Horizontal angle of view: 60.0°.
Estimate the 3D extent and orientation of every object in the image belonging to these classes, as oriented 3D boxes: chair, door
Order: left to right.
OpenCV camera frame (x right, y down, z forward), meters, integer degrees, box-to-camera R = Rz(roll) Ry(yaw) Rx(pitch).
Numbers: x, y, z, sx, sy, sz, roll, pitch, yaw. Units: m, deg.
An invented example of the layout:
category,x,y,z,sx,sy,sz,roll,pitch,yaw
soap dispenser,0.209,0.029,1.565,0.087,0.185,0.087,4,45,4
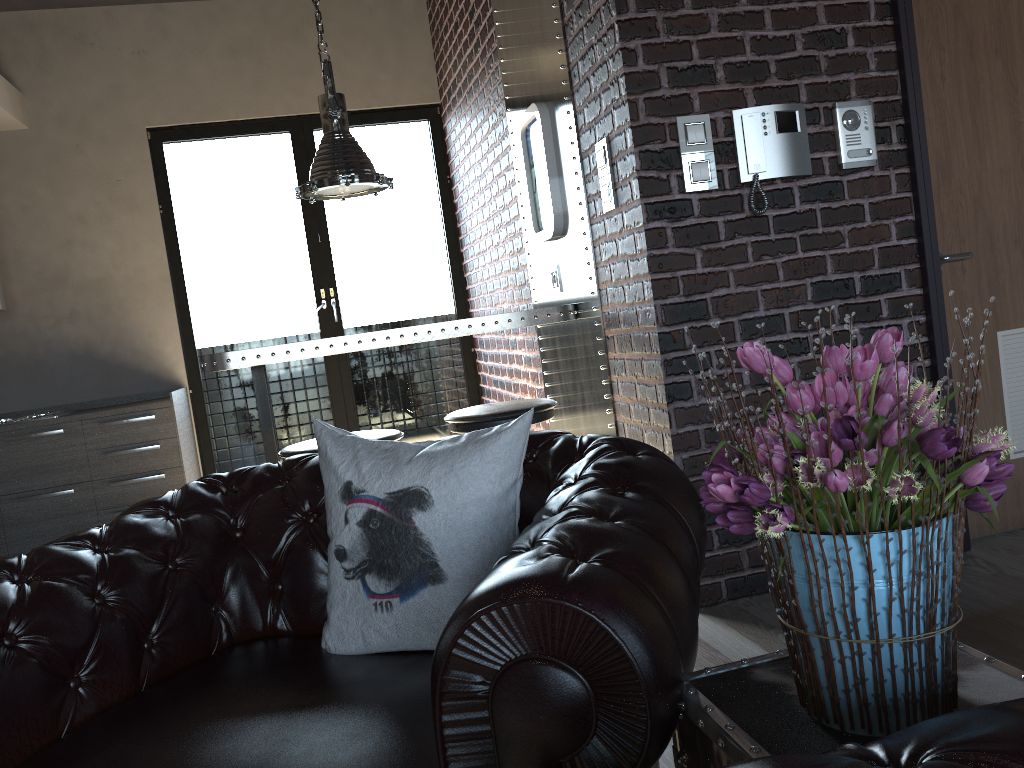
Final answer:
category,x,y,z,sx,sy,sz,roll,pitch,yaw
door,-1.291,-0.528,6.197,2.002,2.678,0.111,-9,4,-13
chair,-0.548,0.573,3.143,0.450,0.773,0.451,-6,4,27
chair,-0.312,0.606,1.860,1.492,0.844,1.246,-7,4,17
chair,0.009,0.469,3.424,0.439,0.780,0.438,-11,5,-34
door,1.950,-0.697,3.449,1.003,2.537,0.219,-9,4,-13

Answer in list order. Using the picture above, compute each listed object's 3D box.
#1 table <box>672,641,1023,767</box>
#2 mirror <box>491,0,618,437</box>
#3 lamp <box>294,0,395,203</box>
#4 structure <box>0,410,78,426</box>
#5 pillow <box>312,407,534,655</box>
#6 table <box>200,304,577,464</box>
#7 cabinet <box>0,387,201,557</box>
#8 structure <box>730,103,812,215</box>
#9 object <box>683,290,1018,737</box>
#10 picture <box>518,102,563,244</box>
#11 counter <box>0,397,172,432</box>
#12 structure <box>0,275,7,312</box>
category,x,y,z,sx,sy,sz,roll,pitch,yaw
table,0.480,0.675,1.075,0.405,0.609,0.418,-9,4,-13
mirror,0.163,-0.959,4.058,0.050,3.457,1.048,-9,4,-13
lamp,-0.847,-1.685,3.824,0.411,1.735,0.411,-7,4,10
structure,-3.118,0.235,5.356,0.812,0.026,0.502,-9,5,-13
pillow,-0.191,0.299,1.883,0.541,0.502,0.290,-6,4,25
table,-0.458,0.314,3.976,1.599,1.129,0.656,-9,4,-13
cabinet,-2.785,0.497,4.042,2.128,1.401,3.496,-9,4,-13
structure,0.926,-0.786,3.105,0.279,0.370,0.068,-9,4,-13
object,0.404,0.144,1.048,0.352,0.483,0.349,-7,4,18
picture,0.128,-0.953,4.050,0.047,0.599,0.412,-9,4,-13
counter,-2.904,0.306,4.441,2.099,0.034,2.612,-9,5,-13
structure,-3.291,-1.005,5.303,0.293,1.172,0.293,-9,4,-18
